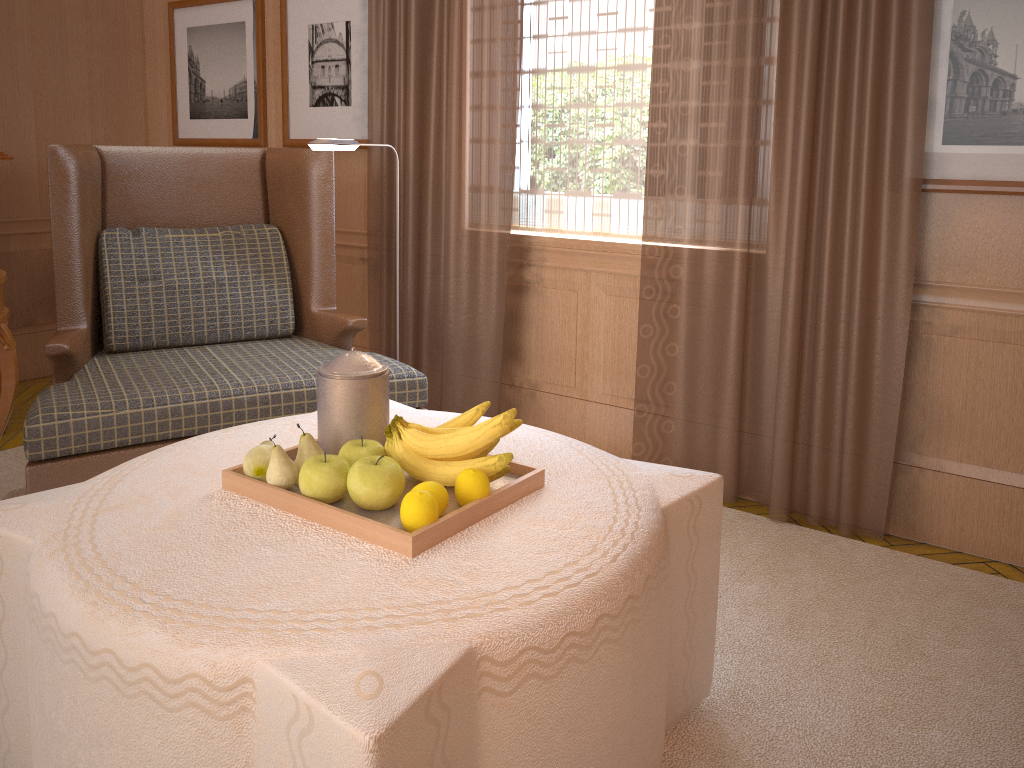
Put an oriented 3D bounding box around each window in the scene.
[{"bbox_3d":[0.796,-2.560,5.624,2.452,3.320,0.856,8,11,35],"label":"window"}]

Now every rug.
[{"bbox_3d":[-2.003,1.332,2.417,6.046,0.020,8.070,11,18,34],"label":"rug"}]

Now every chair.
[{"bbox_3d":[-1.687,-0.335,4.942,1.918,1.939,1.749,-6,13,-29],"label":"chair"}]

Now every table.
[{"bbox_3d":[-2.810,0.214,3.948,0.935,1.348,1.049,10,14,42],"label":"table"}]

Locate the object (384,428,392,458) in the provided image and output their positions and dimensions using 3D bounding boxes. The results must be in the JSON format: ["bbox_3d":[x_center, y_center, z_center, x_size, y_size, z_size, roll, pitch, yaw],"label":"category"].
[{"bbox_3d":[-0.265,0.193,2.899,0.395,0.182,0.072,-11,14,-40],"label":"object"}]

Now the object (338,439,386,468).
[{"bbox_3d":[-0.475,0.250,2.791,0.157,0.132,0.161,11,15,38],"label":"object"}]

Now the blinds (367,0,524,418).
[{"bbox_3d":[-0.480,-1.992,5.959,1.439,4.718,0.269,7,10,36],"label":"blinds"}]

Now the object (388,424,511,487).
[{"bbox_3d":[-0.196,0.224,2.761,0.385,0.196,0.063,1,9,0],"label":"object"}]

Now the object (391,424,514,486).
[{"bbox_3d":[-0.193,0.226,2.703,0.397,0.170,0.074,4,10,11],"label":"object"}]

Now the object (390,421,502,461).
[{"bbox_3d":[-0.194,0.174,2.777,0.376,0.169,0.066,1,9,2],"label":"object"}]

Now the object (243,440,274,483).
[{"bbox_3d":[-0.801,0.250,2.816,0.134,0.126,0.197,-7,15,-34],"label":"object"}]

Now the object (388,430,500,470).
[{"bbox_3d":[-0.222,0.207,2.853,0.395,0.179,0.063,-6,11,-25],"label":"object"}]

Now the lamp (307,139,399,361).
[{"bbox_3d":[-0.846,-0.392,5.108,0.563,1.992,0.641,0,9,-3],"label":"lamp"}]

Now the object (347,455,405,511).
[{"bbox_3d":[-0.402,0.296,2.607,0.172,0.144,0.173,-1,12,-8],"label":"object"}]

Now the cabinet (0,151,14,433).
[{"bbox_3d":[-4.703,-0.433,5.273,1.427,1.907,2.805,8,15,34],"label":"cabinet"}]

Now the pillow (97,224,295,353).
[{"bbox_3d":[-1.897,-0.595,5.296,1.078,0.695,0.547,-6,13,-29],"label":"pillow"}]

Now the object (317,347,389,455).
[{"bbox_3d":[-0.534,0.069,2.967,0.234,0.385,0.239,1,10,2],"label":"object"}]

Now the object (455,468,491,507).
[{"bbox_3d":[-0.118,0.316,2.630,0.107,0.131,0.116,-1,11,-8],"label":"object"}]

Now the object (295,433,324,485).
[{"bbox_3d":[-0.634,0.244,2.801,0.130,0.193,0.132,-3,11,-19],"label":"object"}]

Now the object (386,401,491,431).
[{"bbox_3d":[-0.254,0.145,2.881,0.377,0.156,0.105,-7,13,-31],"label":"object"}]

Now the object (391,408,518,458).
[{"bbox_3d":[-0.186,0.148,2.704,0.404,0.166,0.072,4,10,12],"label":"object"}]

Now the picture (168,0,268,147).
[{"bbox_3d":[-2.524,-2.655,7.492,1.260,1.227,0.048,9,11,35],"label":"picture"}]

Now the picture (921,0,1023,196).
[{"bbox_3d":[2.434,-1.491,4.043,1.260,1.227,0.048,9,11,35],"label":"picture"}]

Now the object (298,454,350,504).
[{"bbox_3d":[-0.561,0.288,2.644,0.157,0.132,0.161,11,15,38],"label":"object"}]

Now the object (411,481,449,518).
[{"bbox_3d":[-0.243,0.339,2.538,0.112,0.108,0.135,10,15,37],"label":"object"}]

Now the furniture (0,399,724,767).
[{"bbox_3d":[-0.481,0.756,2.921,1.964,0.883,1.980,9,16,31],"label":"furniture"}]

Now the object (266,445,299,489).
[{"bbox_3d":[-0.707,0.253,2.707,0.098,0.146,0.100,-3,11,-19],"label":"object"}]

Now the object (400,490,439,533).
[{"bbox_3d":[-0.257,0.358,2.443,0.107,0.131,0.116,-1,11,-8],"label":"object"}]

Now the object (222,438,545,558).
[{"bbox_3d":[-0.405,0.302,2.810,0.807,0.059,0.648,11,18,34],"label":"object"}]

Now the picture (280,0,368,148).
[{"bbox_3d":[-1.396,-2.429,6.703,1.058,1.228,0.048,9,11,35],"label":"picture"}]

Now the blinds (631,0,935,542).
[{"bbox_3d":[1.416,-1.618,4.633,1.457,4.708,0.269,7,10,34],"label":"blinds"}]

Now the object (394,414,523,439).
[{"bbox_3d":[-0.172,0.147,2.818,0.408,0.126,0.093,-1,11,-6],"label":"object"}]
